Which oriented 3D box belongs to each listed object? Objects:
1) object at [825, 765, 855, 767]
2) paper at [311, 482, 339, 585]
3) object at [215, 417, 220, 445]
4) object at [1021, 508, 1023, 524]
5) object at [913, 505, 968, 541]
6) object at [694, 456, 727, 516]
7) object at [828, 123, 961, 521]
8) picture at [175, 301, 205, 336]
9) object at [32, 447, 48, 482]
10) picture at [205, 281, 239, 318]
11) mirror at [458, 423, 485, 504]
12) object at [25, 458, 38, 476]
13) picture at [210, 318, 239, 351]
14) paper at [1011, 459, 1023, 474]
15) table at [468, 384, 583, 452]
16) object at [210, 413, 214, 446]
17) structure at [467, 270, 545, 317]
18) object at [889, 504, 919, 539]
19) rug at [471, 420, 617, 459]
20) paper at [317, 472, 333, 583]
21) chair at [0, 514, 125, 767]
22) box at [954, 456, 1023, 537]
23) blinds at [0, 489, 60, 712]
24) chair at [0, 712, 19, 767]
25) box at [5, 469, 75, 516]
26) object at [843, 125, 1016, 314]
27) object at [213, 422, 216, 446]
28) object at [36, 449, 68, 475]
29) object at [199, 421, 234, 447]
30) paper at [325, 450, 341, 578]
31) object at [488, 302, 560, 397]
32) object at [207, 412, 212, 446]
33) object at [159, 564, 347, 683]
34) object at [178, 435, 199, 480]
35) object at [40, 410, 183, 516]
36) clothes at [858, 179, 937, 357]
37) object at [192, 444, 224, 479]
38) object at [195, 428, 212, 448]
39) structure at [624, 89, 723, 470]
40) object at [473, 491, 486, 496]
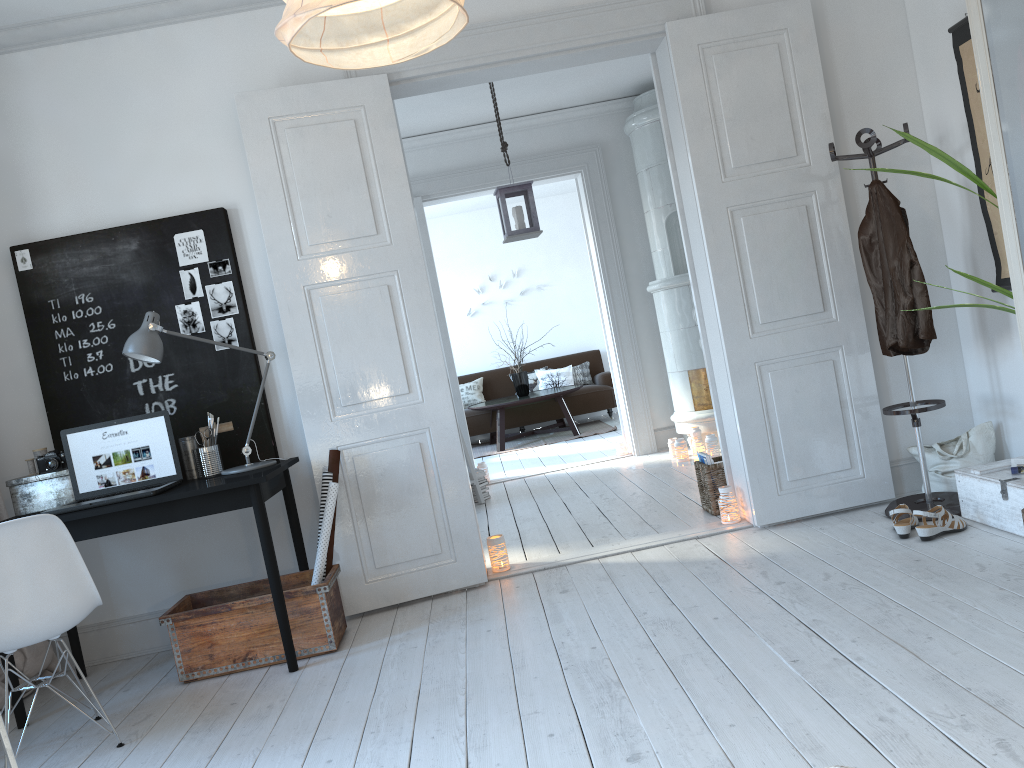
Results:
[{"bbox_3d":[-0.334,0.531,0.722,1.460,0.104,0.404,-11,2,-2],"label":"object"},{"bbox_3d":[-0.793,0.737,3.670,0.283,0.627,0.041,-12,4,-24],"label":"paper"},{"bbox_3d":[-1.265,0.266,3.781,0.084,0.240,0.009,-13,4,-25],"label":"object"},{"bbox_3d":[1.692,0.450,2.781,0.132,0.352,0.137,-10,3,20],"label":"object"},{"bbox_3d":[1.704,0.531,3.515,0.272,0.126,0.099,-12,3,-30],"label":"object"},{"bbox_3d":[1.140,0.523,4.683,0.270,0.265,0.223,-11,3,-2],"label":"object"},{"bbox_3d":[1.680,-0.260,3.842,0.375,1.660,0.374,-11,3,5],"label":"object"},{"bbox_3d":[-1.434,-0.290,3.951,0.107,0.150,0.001,-11,3,-2],"label":"picture"},{"bbox_3d":[-1.987,0.340,3.707,0.056,0.130,0.167,-11,3,-4],"label":"object"},{"bbox_3d":[-1.294,-0.379,3.955,0.121,0.153,0.002,-11,3,-2],"label":"picture"},{"bbox_3d":[-0.670,0.183,6.278,0.609,1.490,0.417,-13,4,-38],"label":"mirror"},{"bbox_3d":[-2.043,0.352,3.771,0.039,0.069,0.040,-12,3,-15],"label":"object"},{"bbox_3d":[-1.285,-0.225,3.962,0.103,0.136,0.001,-11,3,-2],"label":"picture"},{"bbox_3d":[2.048,0.309,3.415,0.222,0.031,0.174,-10,3,30],"label":"paper"},{"bbox_3d":[0.192,0.378,9.852,1.299,0.504,1.299,-12,2,-12],"label":"table"},{"bbox_3d":[-1.283,0.256,3.795,0.012,0.264,0.062,-8,4,40],"label":"object"},{"bbox_3d":[-0.098,-1.158,11.017,1.025,0.479,0.085,-11,3,-2],"label":"structure"},{"bbox_3d":[1.607,0.544,3.651,0.099,0.126,0.272,-9,3,30],"label":"object"},{"bbox_3d":[0.235,0.598,9.891,1.710,0.055,1.455,-11,2,-2],"label":"rug"},{"bbox_3d":[-0.800,0.718,3.728,0.043,0.669,0.266,-8,4,43],"label":"paper"},{"bbox_3d":[-1.615,0.844,2.962,0.473,0.825,0.554,-13,4,-37],"label":"chair"},{"bbox_3d":[2.033,0.424,3.370,0.376,0.218,0.641,-11,2,-3],"label":"box"},{"bbox_3d":[-2.325,0.031,3.463,0.225,2.650,0.830,-11,3,-3],"label":"blinds"},{"bbox_3d":[-1.462,0.870,1.919,0.562,0.798,0.524,-11,3,-2],"label":"chair"},{"bbox_3d":[-1.932,0.444,3.739,0.317,0.152,0.193,-11,3,-2],"label":"box"},{"bbox_3d":[1.741,-0.181,2.892,1.045,1.555,0.288,-10,4,27],"label":"object"},{"bbox_3d":[-1.275,0.278,3.787,0.009,0.222,0.082,-9,4,27],"label":"object"},{"bbox_3d":[-1.891,0.318,3.643,0.137,0.087,0.073,-11,3,-2],"label":"object"},{"bbox_3d":[-1.260,0.278,3.836,0.138,0.209,0.034,-12,3,-22],"label":"object"},{"bbox_3d":[-0.786,0.669,3.796,0.048,0.747,0.297,-8,4,43],"label":"paper"},{"bbox_3d":[0.152,-0.407,9.749,0.844,1.067,0.526,-13,4,-32],"label":"object"},{"bbox_3d":[-1.288,0.254,3.794,0.008,0.268,0.060,-10,3,14],"label":"object"},{"bbox_3d":[-1.032,0.979,3.639,0.664,0.283,0.339,-11,3,-2],"label":"object"},{"bbox_3d":[-1.390,0.322,3.849,0.078,0.188,0.079,-12,3,-23],"label":"object"},{"bbox_3d":[-1.595,0.307,3.491,0.445,0.316,0.325,-11,3,-2],"label":"object"},{"bbox_3d":[1.620,-0.491,3.758,0.237,0.771,0.211,-9,4,31],"label":"clothes"},{"bbox_3d":[-1.294,0.331,3.783,0.108,0.128,0.108,-10,3,13],"label":"object"},{"bbox_3d":[-1.312,0.293,3.791,0.081,0.198,0.050,-10,3,23],"label":"object"},{"bbox_3d":[1.285,-0.809,6.714,0.801,2.830,1.245,-8,4,42],"label":"structure"},{"bbox_3d":[-0.288,0.802,6.522,0.157,0.014,0.111,-9,3,40],"label":"object"}]
